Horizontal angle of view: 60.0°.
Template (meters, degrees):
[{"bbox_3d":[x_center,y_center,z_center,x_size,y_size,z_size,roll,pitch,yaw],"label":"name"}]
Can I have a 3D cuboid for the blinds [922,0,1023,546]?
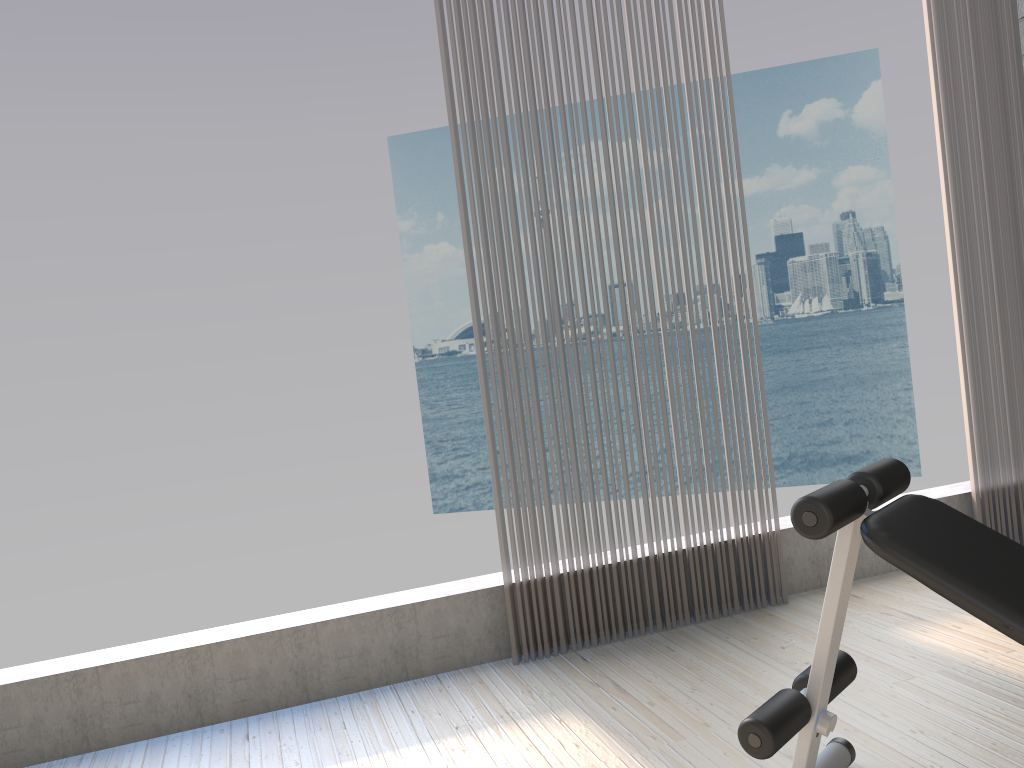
[{"bbox_3d":[2.302,-0.713,3.787,1.133,2.744,0.069,-7,2,-17],"label":"blinds"}]

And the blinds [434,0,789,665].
[{"bbox_3d":[0.372,-0.461,3.195,1.133,2.744,0.069,-7,2,-17],"label":"blinds"}]

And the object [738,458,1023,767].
[{"bbox_3d":[1.046,0.526,1.507,1.312,0.746,0.505,-5,3,42],"label":"object"}]
